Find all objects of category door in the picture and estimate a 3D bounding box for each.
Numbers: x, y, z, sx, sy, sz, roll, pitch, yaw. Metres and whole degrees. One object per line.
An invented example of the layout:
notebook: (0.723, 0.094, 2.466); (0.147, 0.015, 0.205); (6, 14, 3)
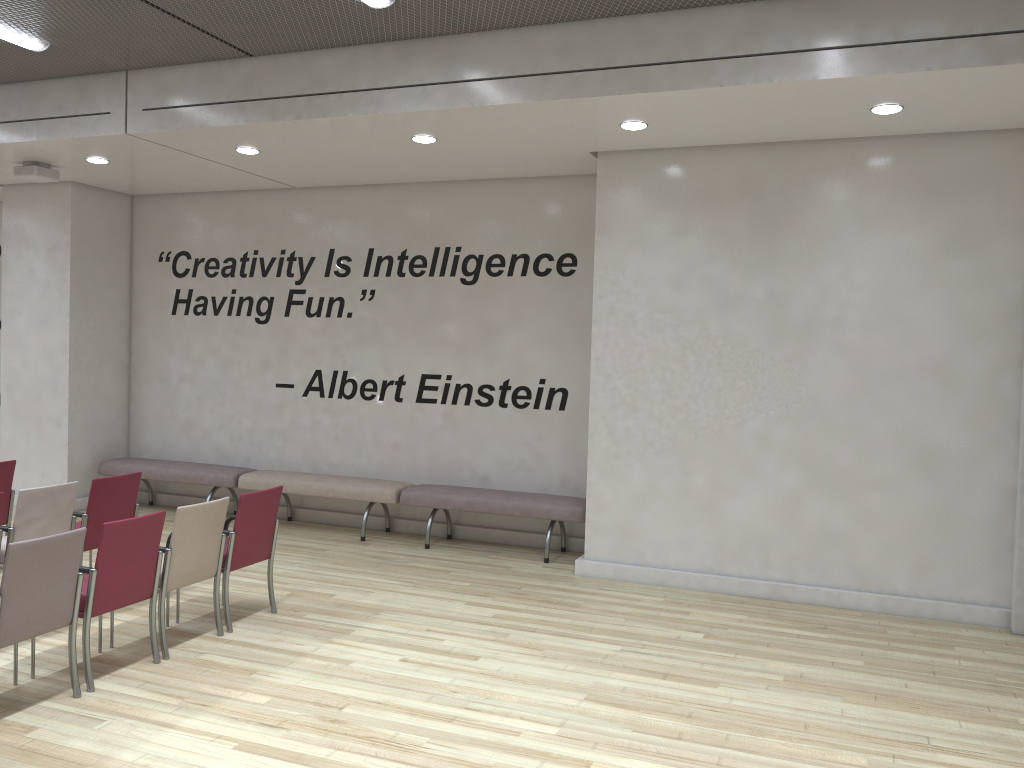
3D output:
door: (3.367, 0.545, 5.485); (0.200, 2.400, 1.400); (2, 2, 21)

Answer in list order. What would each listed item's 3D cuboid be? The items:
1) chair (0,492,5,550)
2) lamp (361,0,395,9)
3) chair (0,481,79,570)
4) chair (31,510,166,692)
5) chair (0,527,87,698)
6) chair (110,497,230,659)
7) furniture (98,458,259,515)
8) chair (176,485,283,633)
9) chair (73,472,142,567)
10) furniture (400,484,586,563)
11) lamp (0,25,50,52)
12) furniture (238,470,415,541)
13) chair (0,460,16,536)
chair: (-3.484, 1.100, 5.359); (0.640, 0.890, 0.513); (2, 2, 20)
lamp: (-1.407, -2.328, 3.985); (0.198, 0.045, 3.303); (2, 2, 21)
chair: (-3.276, 1.088, 5.868); (0.640, 0.890, 0.513); (3, 2, 21)
chair: (-2.321, 1.149, 4.927); (0.640, 0.890, 0.513); (2, 2, 21)
chair: (-2.520, 1.161, 4.402); (0.640, 0.890, 0.513); (2, 2, 20)
chair: (-2.125, 1.138, 5.440); (0.640, 0.890, 0.513); (3, 2, 22)
furniture: (-3.605, 1.121, 9.570); (1.833, 0.550, 0.530); (2, 2, 21)
chair: (-1.924, 1.126, 5.951); (0.640, 0.890, 0.513); (2, 2, 20)
chair: (-3.071, 1.077, 6.391); (0.640, 0.890, 0.513); (2, 2, 21)
furniture: (-0.141, 1.271, 8.242); (1.833, 0.550, 0.530); (2, 2, 21)
lamp: (-4.079, -2.443, 5.009); (0.198, 0.045, 3.303); (2, 2, 21)
furniture: (-1.871, 1.196, 8.905); (1.833, 0.550, 0.530); (2, 2, 21)
chair: (-4.229, 1.027, 6.825); (0.640, 0.890, 0.513); (3, 2, 21)
